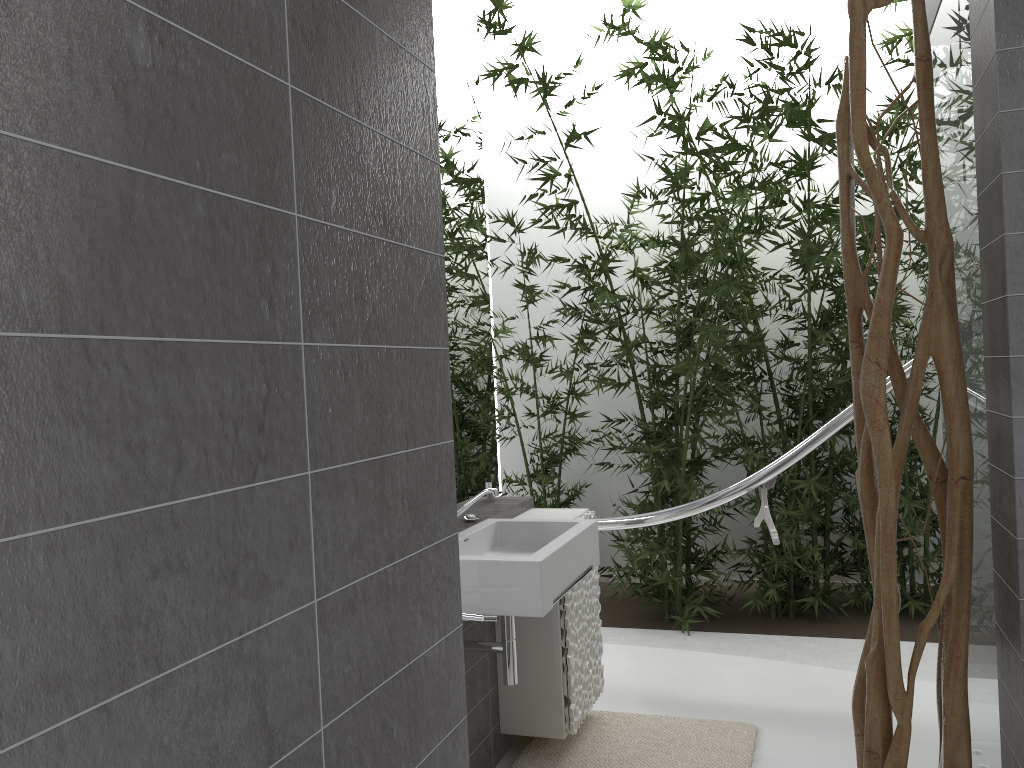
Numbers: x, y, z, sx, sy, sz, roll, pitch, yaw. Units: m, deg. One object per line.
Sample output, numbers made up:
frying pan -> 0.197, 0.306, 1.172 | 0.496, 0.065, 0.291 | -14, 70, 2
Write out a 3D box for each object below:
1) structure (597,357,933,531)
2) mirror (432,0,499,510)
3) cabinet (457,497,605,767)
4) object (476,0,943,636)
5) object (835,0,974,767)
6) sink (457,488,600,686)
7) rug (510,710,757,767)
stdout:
structure -> 0.415, 0.415, 1.759 | 5.433, 2.080, 5.250 | -3, 1, 14
mirror -> -0.290, -0.535, 3.030 | 0.030, 1.980, 1.100 | -3, 1, 19
cabinet -> -0.056, 0.880, 2.988 | 0.461, 0.870, 1.200 | -3, 1, 19
object -> 1.878, -0.609, 4.989 | 4.097, 4.038, 4.664 | -3, 1, -22
object -> 0.944, 0.079, 2.158 | 0.400, 2.389, 0.400 | -3, 1, 19
sink -> -0.038, 0.617, 2.711 | 0.478, 0.598, 0.650 | -3, 1, 19
rug -> 0.353, 1.290, 2.858 | 0.775, 0.016, 1.153 | -3, 1, 19
